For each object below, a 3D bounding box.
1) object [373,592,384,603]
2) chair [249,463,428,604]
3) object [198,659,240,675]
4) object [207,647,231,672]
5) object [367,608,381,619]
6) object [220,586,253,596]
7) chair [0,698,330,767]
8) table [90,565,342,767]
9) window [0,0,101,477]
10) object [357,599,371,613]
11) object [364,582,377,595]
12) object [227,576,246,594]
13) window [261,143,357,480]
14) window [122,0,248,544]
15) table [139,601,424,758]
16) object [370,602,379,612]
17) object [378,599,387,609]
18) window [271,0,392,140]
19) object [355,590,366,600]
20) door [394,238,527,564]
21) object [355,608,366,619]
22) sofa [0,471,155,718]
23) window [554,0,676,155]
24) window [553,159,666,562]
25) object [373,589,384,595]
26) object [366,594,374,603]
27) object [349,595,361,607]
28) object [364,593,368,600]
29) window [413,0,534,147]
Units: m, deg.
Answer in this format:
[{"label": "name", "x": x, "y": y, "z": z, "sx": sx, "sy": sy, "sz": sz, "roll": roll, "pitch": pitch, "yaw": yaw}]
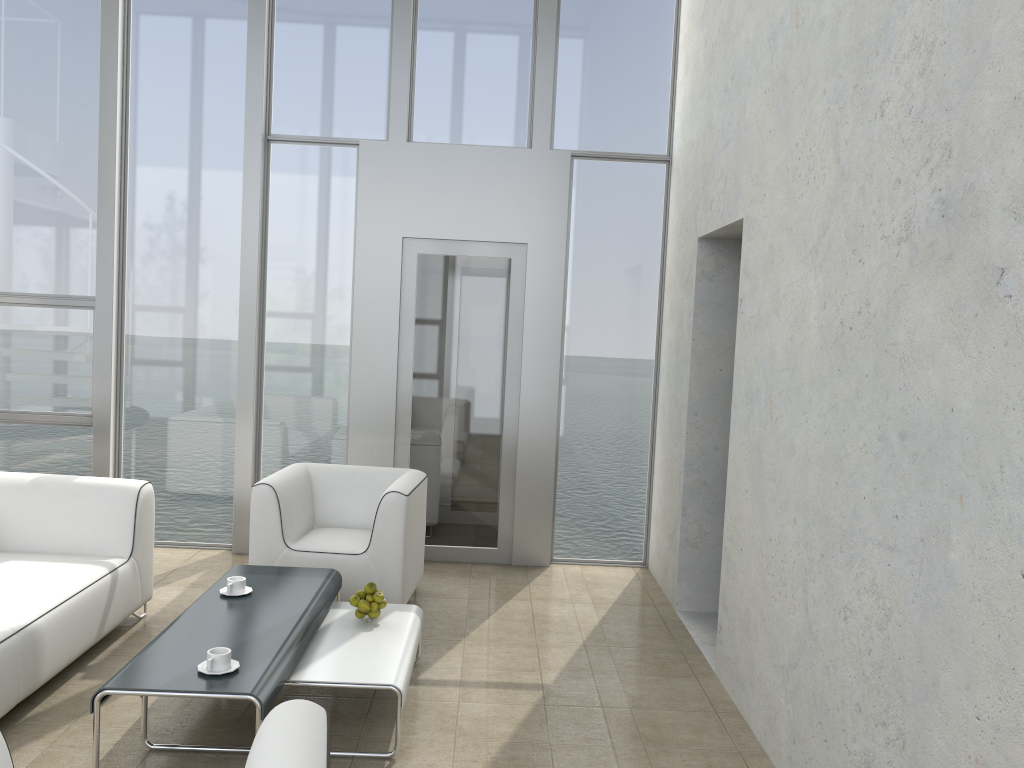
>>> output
[{"label": "object", "x": -0.565, "y": 0.904, "z": 3.759, "sx": 0.047, "sy": 0.045, "sz": 0.047, "roll": 3, "pitch": 4, "yaw": -1}, {"label": "chair", "x": -0.929, "y": 0.808, "z": 4.887, "sx": 0.829, "sy": 0.635, "sz": 0.720, "roll": 3, "pitch": 4, "yaw": 4}, {"label": "object", "x": -0.962, "y": 0.930, "z": 2.910, "sx": 0.130, "sy": 0.014, "sz": 0.136, "roll": 4, "pitch": 4, "yaw": 14}, {"label": "object", "x": -0.966, "y": 0.904, "z": 2.903, "sx": 0.090, "sy": 0.057, "sz": 0.075, "roll": -1, "pitch": 5, "yaw": -43}, {"label": "object", "x": -0.590, "y": 0.974, "z": 3.788, "sx": 0.059, "sy": 0.056, "sz": 0.061, "roll": 6, "pitch": 5, "yaw": 44}, {"label": "object", "x": -1.157, "y": 0.870, "z": 3.717, "sx": 0.130, "sy": 0.014, "sz": 0.136, "roll": 4, "pitch": 4, "yaw": 14}, {"label": "chair", "x": -0.767, "y": 1.020, "z": 1.625, "sx": 0.829, "sy": 0.635, "sz": 0.720, "roll": 2, "pitch": 4, "yaw": -11}, {"label": "table", "x": -1.056, "y": 1.094, "z": 3.456, "sx": 0.532, "sy": 0.390, "sz": 1.420, "roll": 3, "pitch": 4, "yaw": -1}, {"label": "window", "x": -3.004, "y": -1.803, "z": 5.681, "sx": 0.800, "sy": 5.700, "sz": 0.050, "roll": 3, "pitch": 4, "yaw": -1}, {"label": "object", "x": -0.623, "y": 0.938, "z": 3.747, "sx": 0.058, "sy": 0.058, "sz": 0.058, "roll": 0, "pitch": 4, "yaw": -34}, {"label": "object", "x": -0.607, "y": 0.876, "z": 3.800, "sx": 0.055, "sy": 0.056, "sz": 0.055, "roll": 3, "pitch": 4, "yaw": -1}, {"label": "object", "x": -1.161, "y": 0.844, "z": 3.710, "sx": 0.090, "sy": 0.057, "sz": 0.075, "roll": -1, "pitch": 5, "yaw": -43}, {"label": "window", "x": -1.344, "y": -0.228, "z": 5.830, "sx": 0.556, "sy": 2.646, "sz": 0.010, "roll": 3, "pitch": 4, "yaw": -1}, {"label": "window", "x": -2.092, "y": -1.762, "z": 5.717, "sx": 0.742, "sy": 5.653, "sz": 0.010, "roll": 3, "pitch": 4, "yaw": -1}, {"label": "table", "x": -0.861, "y": 1.152, "z": 3.589, "sx": 0.929, "sy": 0.276, "sz": 0.901, "roll": 3, "pitch": 4, "yaw": -1}, {"label": "object", "x": -0.582, "y": 0.942, "z": 3.749, "sx": 0.039, "sy": 0.040, "sz": 0.040, "roll": 2, "pitch": 4, "yaw": -10}, {"label": "object", "x": -0.558, "y": 0.937, "z": 3.786, "sx": 0.047, "sy": 0.045, "sz": 0.047, "roll": 3, "pitch": 4, "yaw": 3}, {"label": "window", "x": -1.115, "y": -3.065, "z": 5.653, "sx": 0.742, "sy": 2.947, "sz": 0.010, "roll": 3, "pitch": 4, "yaw": -1}, {"label": "object", "x": -0.648, "y": 0.904, "z": 3.795, "sx": 0.044, "sy": 0.043, "sz": 0.040, "roll": 4, "pitch": 4, "yaw": 13}, {"label": "door", "x": -0.352, "y": 0.123, "z": 5.786, "sx": 0.804, "sy": 2.102, "sz": 0.030, "roll": 3, "pitch": 4, "yaw": -1}, {"label": "object", "x": -0.646, "y": 0.977, "z": 3.782, "sx": 0.048, "sy": 0.048, "sz": 0.048, "roll": 3, "pitch": 4, "yaw": 10}, {"label": "sofa", "x": -2.272, "y": 0.846, "z": 3.234, "sx": 0.971, "sy": 0.638, "sz": 2.601, "roll": 3, "pitch": 4, "yaw": -1}, {"label": "window", "x": 0.710, "y": -2.979, "z": 5.695, "sx": 0.742, "sy": 2.947, "sz": 0.010, "roll": 3, "pitch": 4, "yaw": -1}, {"label": "window", "x": 0.642, "y": -0.135, "z": 5.873, "sx": 0.605, "sy": 2.646, "sz": 0.010, "roll": 3, "pitch": 4, "yaw": -1}, {"label": "object", "x": -0.578, "y": 0.912, "z": 3.823, "sx": 0.050, "sy": 0.054, "sz": 0.055, "roll": 1, "pitch": 4, "yaw": -32}, {"label": "object", "x": -0.602, "y": 0.914, "z": 3.773, "sx": 0.040, "sy": 0.038, "sz": 0.040, "roll": 1, "pitch": 4, "yaw": -30}, {"label": "object", "x": -0.665, "y": 0.918, "z": 3.756, "sx": 0.047, "sy": 0.048, "sz": 0.047, "roll": 0, "pitch": 5, "yaw": -39}, {"label": "object", "x": -0.627, "y": 0.921, "z": 3.850, "sx": 0.054, "sy": 0.048, "sz": 0.055, "roll": 2, "pitch": 4, "yaw": -8}, {"label": "window", "x": -0.202, "y": -3.022, "z": 5.674, "sx": 0.742, "sy": 2.947, "sz": 0.010, "roll": 3, "pitch": 4, "yaw": -1}]
